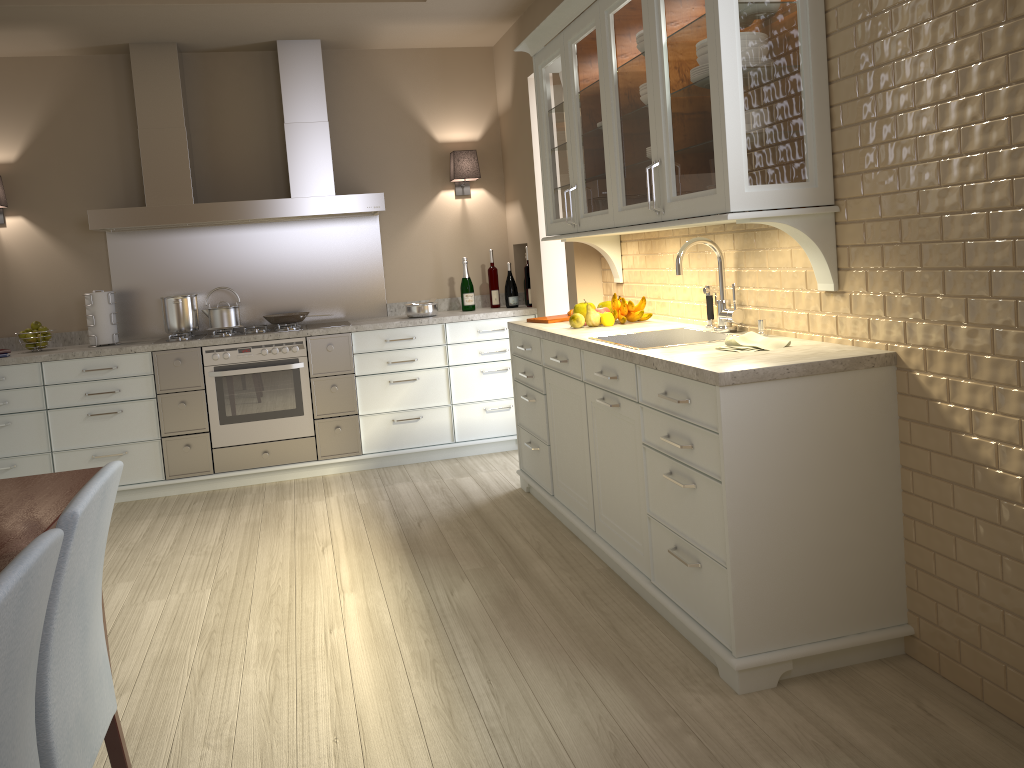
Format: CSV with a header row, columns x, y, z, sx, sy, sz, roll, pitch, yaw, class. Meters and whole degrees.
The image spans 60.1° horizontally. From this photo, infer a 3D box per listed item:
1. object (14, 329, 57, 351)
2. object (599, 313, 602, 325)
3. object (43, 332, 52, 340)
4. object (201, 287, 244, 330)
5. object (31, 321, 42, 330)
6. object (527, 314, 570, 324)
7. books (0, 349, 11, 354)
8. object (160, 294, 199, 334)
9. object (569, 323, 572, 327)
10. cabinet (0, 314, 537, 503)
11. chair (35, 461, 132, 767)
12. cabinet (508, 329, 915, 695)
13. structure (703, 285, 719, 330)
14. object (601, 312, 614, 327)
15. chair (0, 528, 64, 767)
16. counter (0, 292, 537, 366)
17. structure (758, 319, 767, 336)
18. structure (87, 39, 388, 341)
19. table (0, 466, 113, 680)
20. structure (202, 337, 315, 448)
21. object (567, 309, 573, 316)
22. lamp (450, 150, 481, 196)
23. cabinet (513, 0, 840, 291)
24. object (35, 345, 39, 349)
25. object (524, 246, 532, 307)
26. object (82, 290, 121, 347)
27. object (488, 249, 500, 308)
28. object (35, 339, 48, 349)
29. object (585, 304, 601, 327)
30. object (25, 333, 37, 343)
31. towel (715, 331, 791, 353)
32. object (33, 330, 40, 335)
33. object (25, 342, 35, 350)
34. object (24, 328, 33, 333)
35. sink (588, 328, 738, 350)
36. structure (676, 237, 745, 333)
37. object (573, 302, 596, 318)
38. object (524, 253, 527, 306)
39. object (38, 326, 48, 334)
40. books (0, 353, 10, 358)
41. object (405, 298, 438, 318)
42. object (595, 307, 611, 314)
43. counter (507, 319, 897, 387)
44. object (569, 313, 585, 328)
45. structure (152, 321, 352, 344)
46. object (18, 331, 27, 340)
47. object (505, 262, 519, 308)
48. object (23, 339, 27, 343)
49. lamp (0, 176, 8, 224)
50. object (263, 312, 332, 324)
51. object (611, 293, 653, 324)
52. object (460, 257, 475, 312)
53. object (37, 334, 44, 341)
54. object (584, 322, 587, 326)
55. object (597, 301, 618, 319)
x,y,z,sx,sy,sz,roll,pitch,yaw,class
-2.587,-0.233,4.811,0.206,0.109,0.207,0,9,31,object
0.357,-0.273,3.720,0.066,0.054,0.055,1,8,39,object
-2.530,-0.261,4.811,0.047,0.045,0.047,-6,7,-9,object
-1.642,-0.435,5.033,0.208,0.235,0.210,-2,6,20,object
-2.589,-0.315,4.813,0.055,0.056,0.055,-6,6,-13,object
0.268,-0.313,4.168,0.352,0.020,0.201,-9,10,-28,object
-2.724,-0.160,4.591,0.184,0.017,0.165,-12,11,-43,books
-1.868,-0.395,4.986,0.201,0.206,0.202,0,8,34,object
0.267,-0.255,3.783,0.040,0.013,0.156,-4,8,2,object
-1.436,0.115,5.080,3.211,0.789,0.646,-6,6,-14,cabinet
-0.905,0.587,1.492,0.506,0.823,0.401,-6,5,-13,chair
0.569,0.219,3.323,0.639,0.788,2.233,-6,8,-13,cabinet
0.719,-0.274,3.181,0.056,0.161,0.043,-6,5,-13,structure
0.394,-0.265,3.647,0.056,0.066,0.053,-5,6,-7,object
-0.795,0.644,1.049,0.506,0.823,0.401,-6,5,-13,chair
-1.460,-0.322,5.039,3.851,0.113,0.582,-7,9,-14,counter
0.811,-0.181,2.867,0.029,0.056,0.029,0,7,41,structure
-1.536,-1.112,5.027,1.561,1.669,0.449,-6,5,-14,structure
-1.178,0.701,1.388,0.752,0.675,1.769,-6,8,-13,table
-1.427,0.058,5.044,0.541,0.692,0.582,-6,6,-13,structure
0.303,-0.336,4.138,0.098,0.036,0.045,-2,7,17,object
-0.295,-1.303,5.457,0.170,0.257,0.193,-6,6,-13,lamp
0.480,-0.903,3.268,0.412,1.105,1.940,-6,7,-13,cabinet
-2.595,-0.211,4.841,0.038,0.038,0.039,-6,6,-10,object
0.106,-0.640,5.273,0.062,0.364,0.062,-3,5,20,object
-2.247,-0.363,4.842,0.169,0.302,0.163,-7,6,-29,object
-0.115,-0.650,5.456,0.062,0.364,0.062,-3,5,20,object
-2.557,-0.220,4.807,0.059,0.056,0.061,-1,8,31,object
0.335,-0.284,3.663,0.064,0.097,0.065,-6,6,-18,object
-2.585,-0.247,4.759,0.058,0.057,0.058,1,9,43,object
0.703,-0.121,2.577,0.171,0.050,0.164,-9,9,-27,towel
-2.573,-0.276,4.788,0.040,0.038,0.040,-10,9,-42,object
-2.609,-0.208,4.789,0.048,0.048,0.049,-5,6,-2,object
-2.624,-0.280,4.800,0.044,0.043,0.040,-4,6,1,object
0.535,0.046,3.035,0.380,0.412,0.487,-6,7,-13,sink
0.669,-0.337,3.035,0.211,0.335,0.142,-5,5,-4,structure
0.320,-0.312,3.885,0.104,0.090,0.107,-5,7,-7,object
0.111,-0.650,5.456,0.083,0.329,0.084,-3,5,15,object
-2.535,-0.291,4.782,0.047,0.045,0.047,-6,7,-13,object
-2.710,-0.142,4.581,0.183,0.017,0.165,-8,9,-23,books
-0.486,-0.455,5.242,0.198,0.089,0.373,0,9,28,object
0.383,-0.292,3.782,0.082,0.070,0.085,-11,9,-43,object
0.495,-0.176,3.294,0.523,0.035,2.211,-6,9,-13,counter
0.270,-0.263,3.673,0.066,0.063,0.095,-4,7,5,object
-1.445,-0.308,4.983,1.050,0.031,0.401,-7,9,-14,structure
-2.630,-0.261,4.759,0.047,0.048,0.048,1,8,39,object
-0.008,-0.598,5.354,0.083,0.276,0.084,-4,5,8,object
-2.638,-0.248,4.821,0.053,0.054,0.054,1,8,41,object
-2.867,-1.008,4.831,0.170,0.257,0.193,-6,6,-13,lamp
-1.246,-0.374,5.063,0.424,0.051,0.266,4,12,44,object
0.470,-0.323,3.715,0.182,0.135,0.197,-9,8,-32,object
-0.275,-0.608,5.374,0.083,0.329,0.084,-3,5,15,object
-2.545,-0.251,4.769,0.039,0.040,0.040,-7,7,-22,object
0.310,-0.258,3.783,0.041,0.013,0.148,-2,9,16,object
0.423,-0.318,3.866,0.106,0.089,0.104,1,9,40,object
